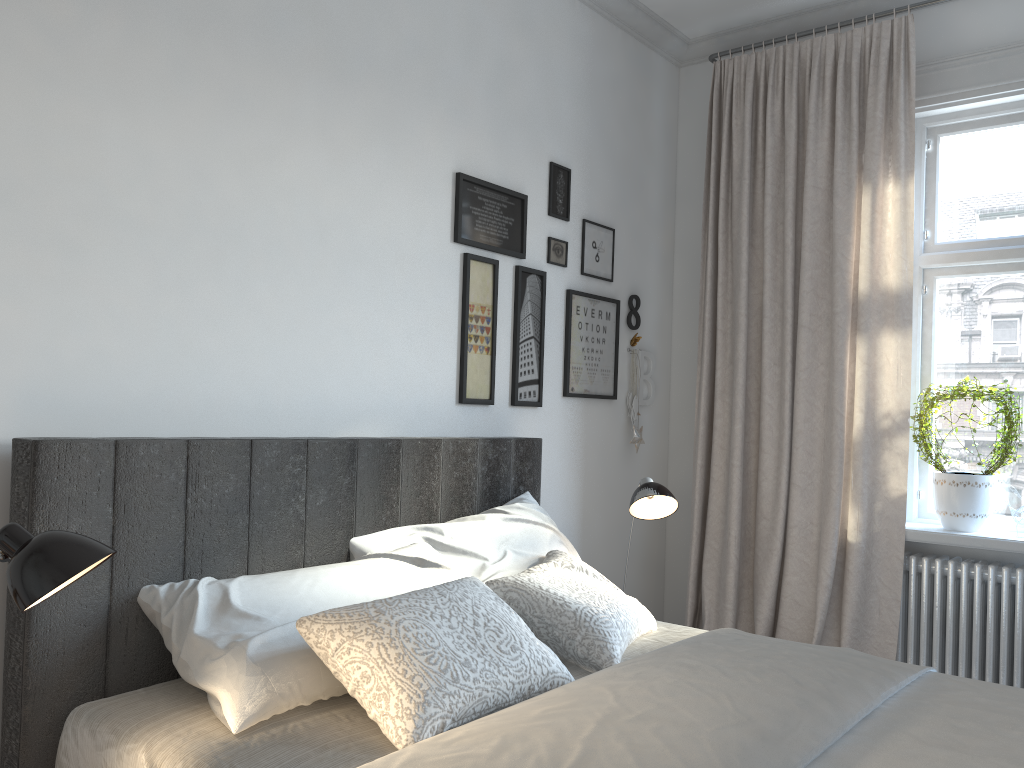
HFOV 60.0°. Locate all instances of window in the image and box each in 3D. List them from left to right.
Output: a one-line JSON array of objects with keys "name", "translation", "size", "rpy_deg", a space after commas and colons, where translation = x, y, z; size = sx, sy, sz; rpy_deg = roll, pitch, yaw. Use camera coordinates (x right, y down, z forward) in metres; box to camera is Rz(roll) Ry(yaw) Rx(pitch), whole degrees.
[{"name": "window", "translation": [0.492, -0.385, 6.523], "size": [7.978, 7.007, 11.972], "rpy_deg": [1, -2, 39]}]

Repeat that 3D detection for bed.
[{"name": "bed", "translation": [0.336, 0.674, 1.785], "size": [2.176, 1.046, 1.889], "rpy_deg": [0, -2, 39]}]

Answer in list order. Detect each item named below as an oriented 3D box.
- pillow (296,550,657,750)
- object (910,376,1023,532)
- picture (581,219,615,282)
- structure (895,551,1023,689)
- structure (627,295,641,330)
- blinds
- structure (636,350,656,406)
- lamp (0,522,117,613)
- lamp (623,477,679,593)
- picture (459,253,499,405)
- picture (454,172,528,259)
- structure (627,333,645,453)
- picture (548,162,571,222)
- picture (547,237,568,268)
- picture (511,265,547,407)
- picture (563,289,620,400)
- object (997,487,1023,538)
[{"name": "pillow", "translation": [0.026, 0.563, 2.080], "size": [0.415, 0.225, 1.147], "rpy_deg": [1, -2, 32]}, {"name": "object", "translation": [1.679, 0.254, 3.290], "size": [0.385, 0.574, 0.217], "rpy_deg": [1, -1, 19]}, {"name": "picture", "translation": [0.349, -0.537, 3.585], "size": [0.010, 0.220, 0.225], "rpy_deg": [1, -2, 39]}, {"name": "structure", "translation": [1.864, 0.911, 3.064], "size": [1.505, 0.547, 0.195], "rpy_deg": [0, -2, 39]}, {"name": "structure", "translation": [0.522, -0.307, 3.796], "size": [0.014, 0.151, 0.096], "rpy_deg": [1, -1, 39]}, {"name": "blinds", "translation": [1.082, -0.049, 3.428], "size": [0.831, 2.646, 0.225], "rpy_deg": [1, -1, 39]}, {"name": "structure", "translation": [0.587, -0.024, 3.888], "size": [0.024, 0.239, 0.146], "rpy_deg": [1, -1, 39]}, {"name": "lamp", "translation": [-1.059, 0.672, 1.295], "size": [0.826, 0.936, 0.450], "rpy_deg": [3, -1, -33]}, {"name": "lamp", "translation": [0.434, 0.781, 3.155], "size": [0.450, 0.936, 0.801], "rpy_deg": [1, -1, 21]}, {"name": "picture", "translation": [-0.112, -0.182, 3.018], "size": [0.020, 0.504, 0.165], "rpy_deg": [1, -1, 39]}, {"name": "picture", "translation": [-0.068, -0.574, 3.063], "size": [0.020, 0.232, 0.366], "rpy_deg": [1, -2, 39]}, {"name": "structure", "translation": [0.522, 0.038, 3.769], "size": [0.078, 0.514, 0.134], "rpy_deg": [1, -1, 27]}, {"name": "picture", "translation": [0.182, -0.730, 3.374], "size": [0.011, 0.202, 0.128], "rpy_deg": [1, -1, 39]}, {"name": "picture", "translation": [0.174, -0.500, 3.369], "size": [0.010, 0.098, 0.119], "rpy_deg": [1, -2, 39]}, {"name": "picture", "translation": [0.062, -0.170, 3.234], "size": [0.020, 0.504, 0.165], "rpy_deg": [1, -1, 39]}, {"name": "picture", "translation": [0.324, -0.150, 3.559], "size": [0.021, 0.415, 0.365], "rpy_deg": [1, -1, 39]}, {"name": "object", "translation": [1.788, 0.457, 3.146], "size": [0.059, 0.165, 0.196], "rpy_deg": [2, -1, -1]}]
